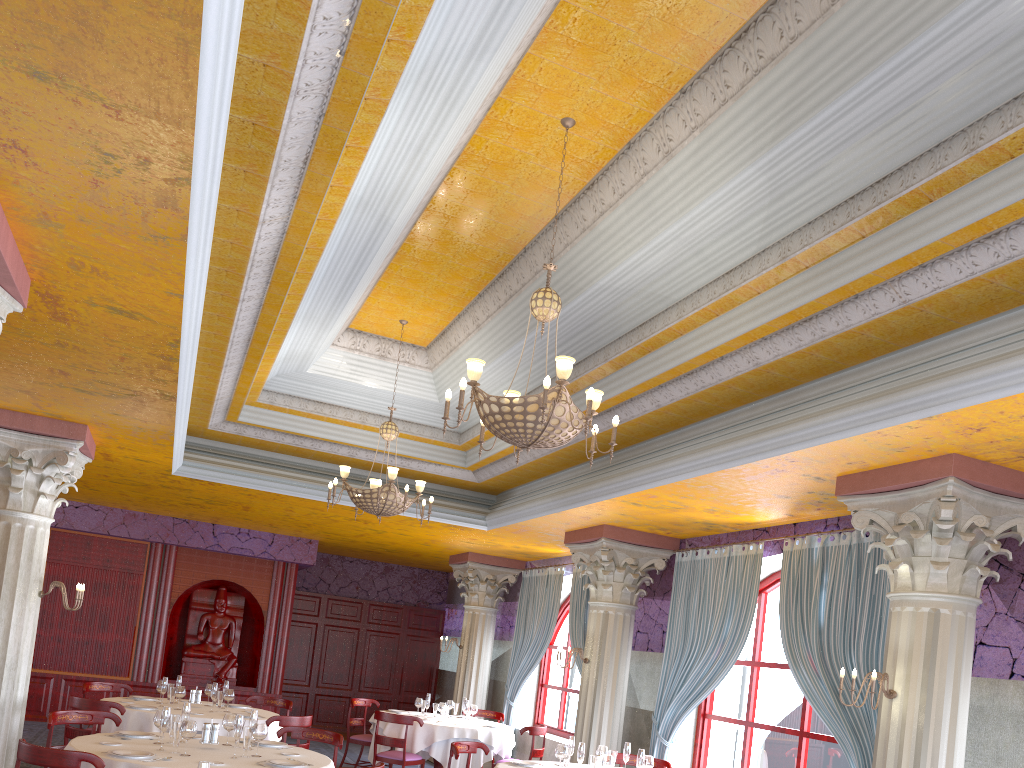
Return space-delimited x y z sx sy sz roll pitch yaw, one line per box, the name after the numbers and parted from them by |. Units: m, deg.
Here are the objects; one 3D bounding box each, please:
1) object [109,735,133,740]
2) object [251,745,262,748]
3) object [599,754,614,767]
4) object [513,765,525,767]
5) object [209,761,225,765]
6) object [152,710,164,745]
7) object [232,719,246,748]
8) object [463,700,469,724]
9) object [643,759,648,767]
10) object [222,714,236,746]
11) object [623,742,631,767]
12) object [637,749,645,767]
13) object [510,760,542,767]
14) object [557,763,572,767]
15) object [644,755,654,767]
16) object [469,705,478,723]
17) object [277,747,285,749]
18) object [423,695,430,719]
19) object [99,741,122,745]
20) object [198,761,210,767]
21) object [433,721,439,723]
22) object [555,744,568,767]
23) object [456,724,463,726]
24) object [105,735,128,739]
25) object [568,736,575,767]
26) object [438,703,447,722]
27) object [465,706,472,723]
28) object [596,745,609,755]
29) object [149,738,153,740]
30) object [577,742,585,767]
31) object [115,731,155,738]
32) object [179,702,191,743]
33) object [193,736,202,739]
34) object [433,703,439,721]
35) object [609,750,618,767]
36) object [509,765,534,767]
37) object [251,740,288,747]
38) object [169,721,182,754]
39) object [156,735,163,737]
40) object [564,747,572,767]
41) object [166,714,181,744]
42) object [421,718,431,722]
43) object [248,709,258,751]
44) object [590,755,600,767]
-3.149 2.846 6.896 0.252 0.003 0.023 -1 -19 22 | object
-2.165 3.083 7.281 0.138 0.010 0.031 -2 -18 25 | object
0.827 3.402 7.555 0.121 0.258 0.126 3 -7 37 | object
0.095 3.609 8.072 0.252 0.003 0.023 -1 -19 22 | object
-2.152 2.730 6.166 0.158 0.009 0.167 1 -18 18 | object
-2.790 2.729 6.803 0.121 0.258 0.126 3 -7 37 | object
-2.273 2.903 7.114 0.087 0.232 0.086 9 -5 -19 | object
-0.661 4.645 12.138 0.073 0.328 0.076 6 -4 15 | object
1.184 3.545 7.827 0.088 0.232 0.085 11 -6 -41 | object
-2.371 2.898 7.175 0.123 0.258 0.125 8 -6 -7 | object
1.098 3.620 8.249 0.075 0.328 0.074 9 -4 -30 | object
1.148 3.454 7.707 0.073 0.328 0.076 6 -4 15 | object
0.132 3.657 8.242 0.314 0.023 0.327 -7 -22 37 | object
0.521 3.814 8.567 0.158 0.009 0.166 4 -18 8 | object
1.246 3.571 7.927 0.121 0.258 0.126 3 -7 37 | object
-0.563 4.762 12.358 0.123 0.258 0.125 8 -6 -7 | object
-1.960 3.139 7.386 0.027 0.013 0.244 1 -19 23 | object
-1.199 4.565 12.091 0.073 0.328 0.076 6 -4 15 | object
-3.045 2.728 6.495 0.158 0.009 0.166 -3 -20 27 | object
-1.527 2.015 4.192 0.073 0.328 0.076 6 -4 15 | object
-1.057 4.591 11.622 0.054 0.019 0.269 -1 -19 27 | object
0.454 3.492 7.979 0.123 0.258 0.125 8 -6 -7 | object
-0.717 4.685 11.772 0.158 0.009 0.167 1 -18 18 | object
-3.160 2.824 6.860 0.256 0.019 0.057 -3 -18 27 | object
0.560 3.540 8.202 0.073 0.328 0.076 4 -5 38 | object
-0.982 4.594 11.985 0.121 0.258 0.126 3 -7 37 | object
-0.625 4.736 12.257 0.088 0.232 0.085 11 -6 -41 | object
0.873 3.661 8.351 0.125 0.258 0.123 10 -7 -30 | object
-2.918 2.909 7.020 0.029 0.010 0.146 -1 -19 25 | object
0.610 3.374 7.660 0.074 0.328 0.075 7 -4 -7 | object
-3.112 2.894 7.066 0.324 0.023 0.316 22 -23 -39 | object
-2.684 2.777 7.026 0.073 0.328 0.076 6 -4 15 | object
-2.723 3.051 7.391 0.161 0.009 0.163 13 -19 -20 | object
-1.083 4.614 12.046 0.088 0.232 0.085 11 -6 -41 | object
0.971 3.667 8.289 0.085 0.232 0.088 7 -5 4 | object
0.084 3.588 8.036 0.256 0.019 0.057 -3 -18 27 | object
-2.119 3.144 7.478 0.312 0.023 0.329 4 -18 8 | object
-2.519 2.659 6.439 0.085 0.232 0.088 7 -5 4 | object
-3.023 2.961 7.226 0.231 0.013 0.029 -1 -17 23 | object
0.513 3.544 8.078 0.087 0.232 0.086 9 -5 -19 | object
-2.732 2.781 6.902 0.087 0.232 0.086 9 -5 -19 | object
-1.262 4.580 11.671 0.318 0.023 0.322 13 -19 -20 | object
-2.146 2.857 7.073 0.073 0.328 0.076 4 -5 38 | object
0.725 3.423 7.615 0.085 0.232 0.088 7 -5 4 | object
